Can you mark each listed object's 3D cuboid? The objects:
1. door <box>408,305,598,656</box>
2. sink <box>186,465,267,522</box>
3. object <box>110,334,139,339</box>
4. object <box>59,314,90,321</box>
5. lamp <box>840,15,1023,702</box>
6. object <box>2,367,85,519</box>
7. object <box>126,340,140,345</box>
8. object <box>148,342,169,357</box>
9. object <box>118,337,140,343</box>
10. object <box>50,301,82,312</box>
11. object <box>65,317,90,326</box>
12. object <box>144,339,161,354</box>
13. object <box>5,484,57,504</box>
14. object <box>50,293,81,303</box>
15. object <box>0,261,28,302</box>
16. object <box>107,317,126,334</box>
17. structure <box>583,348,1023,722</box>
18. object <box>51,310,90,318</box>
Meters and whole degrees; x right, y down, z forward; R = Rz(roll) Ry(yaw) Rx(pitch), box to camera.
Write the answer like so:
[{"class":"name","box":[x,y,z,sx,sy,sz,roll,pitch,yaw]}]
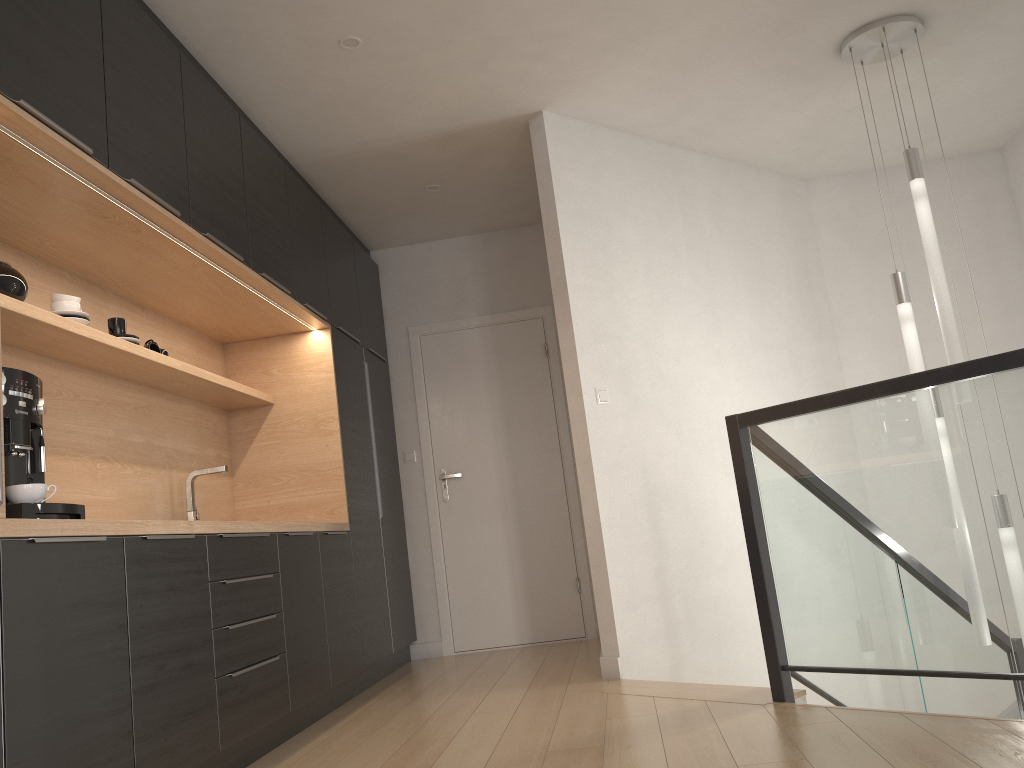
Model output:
[{"class":"door","box":[-0.083,0.595,5.694,0.974,2.136,0.085,-8,-10,5]},{"class":"sink","box":[-1.208,0.613,3.903,0.512,0.518,0.626,-8,-10,5]},{"class":"object","box":[-1.509,-0.163,3.404,0.145,0.025,0.145,-11,-10,19]},{"class":"object","box":[-1.531,-0.208,3.049,0.145,0.025,0.145,-6,-10,-8]},{"class":"lamp","box":[1.803,-0.748,3.927,0.359,6.725,0.359,-16,-13,41]},{"class":"object","box":[-1.410,0.212,2.434,0.584,0.398,0.618,-8,-10,6]},{"class":"object","box":[-1.506,-0.139,3.400,0.145,0.025,0.145,-11,-10,19]},{"class":"object","box":[-1.495,-0.134,3.725,0.100,0.093,0.066,-10,-10,15]},{"class":"object","box":[-1.505,-0.151,3.404,0.145,0.025,0.145,-11,-10,19]},{"class":"object","box":[-1.538,-0.245,3.056,0.095,0.057,0.099,-3,-11,-22]},{"class":"object","box":[-1.529,-0.198,3.044,0.145,0.025,0.145,-6,-10,-8]},{"class":"object","box":[-1.510,-0.137,3.663,0.100,0.093,0.066,-11,-11,20]},{"class":"object","box":[-1.216,0.284,2.224,0.099,0.057,0.095,-9,-10,8]},{"class":"object","box":[-1.540,-0.279,3.058,0.098,0.075,0.095,-10,-10,17]},{"class":"object","box":[-1.611,-0.315,2.743,0.213,0.171,0.240,-16,-13,41]},{"class":"object","box":[-1.515,-0.205,3.404,0.066,0.092,0.084,-3,-11,-25]},{"class":"structure","box":[2.820,2.004,2.818,2.823,4.339,4.190,1,-13,-39]},{"class":"object","box":[-1.532,-0.222,3.048,0.145,0.025,0.145,-6,-10,-8]}]
